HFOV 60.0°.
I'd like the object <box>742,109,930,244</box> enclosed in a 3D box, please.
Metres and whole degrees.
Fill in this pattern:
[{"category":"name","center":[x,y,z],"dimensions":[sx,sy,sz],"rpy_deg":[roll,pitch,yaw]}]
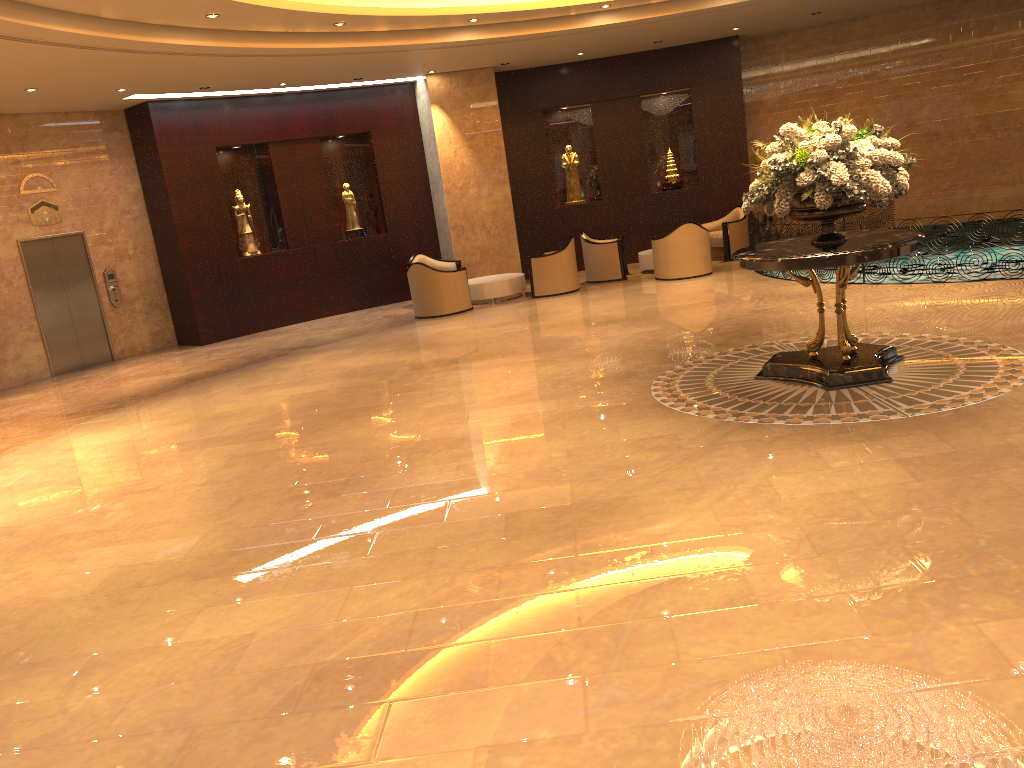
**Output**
[{"category":"object","center":[2.511,-1.639,7.127],"dimensions":[1.277,0.999,1.318],"rpy_deg":[-1,15,31]}]

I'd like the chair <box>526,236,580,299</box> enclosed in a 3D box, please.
[{"category":"chair","center":[0.720,-2.003,15.019],"dimensions":[0.769,0.916,0.951],"rpy_deg":[-5,13,16]}]

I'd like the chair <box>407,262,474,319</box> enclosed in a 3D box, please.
[{"category":"chair","center":[-1.253,-1.586,14.457],"dimensions":[0.951,0.916,0.769],"rpy_deg":[1,16,35]}]

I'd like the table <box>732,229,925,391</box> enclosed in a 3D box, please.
[{"category":"table","center":[2.638,-0.637,7.387],"dimensions":[1.493,1.089,1.493],"rpy_deg":[-9,13,-5]}]

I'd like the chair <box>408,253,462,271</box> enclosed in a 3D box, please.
[{"category":"chair","center":[-1.429,-1.932,16.086],"dimensions":[0.951,0.916,0.769],"rpy_deg":[-18,16,-38]}]

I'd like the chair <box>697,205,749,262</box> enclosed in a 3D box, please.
[{"category":"chair","center":[3.943,-2.778,16.349],"dimensions":[0.769,0.916,0.951],"rpy_deg":[-14,14,-23]}]

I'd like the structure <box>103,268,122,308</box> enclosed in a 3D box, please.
[{"category":"structure","center":[-6.558,-1.585,14.582],"dimensions":[0.053,0.661,0.200],"rpy_deg":[3,17,40]}]

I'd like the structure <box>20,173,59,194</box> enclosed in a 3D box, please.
[{"category":"structure","center":[-7.284,-3.090,13.617],"dimensions":[0.010,0.293,0.600],"rpy_deg":[1,16,36]}]

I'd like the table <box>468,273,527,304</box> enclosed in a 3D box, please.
[{"category":"table","center":[-0.348,-1.661,15.478],"dimensions":[1.196,0.354,1.196],"rpy_deg":[-2,14,27]}]

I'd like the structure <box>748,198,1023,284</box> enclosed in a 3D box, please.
[{"category":"structure","center":[5.747,-2.388,14.141],"dimensions":[3.815,0.995,7.624],"rpy_deg":[-4,13,19]}]

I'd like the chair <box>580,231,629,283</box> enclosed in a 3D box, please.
[{"category":"chair","center":[1.643,-2.323,15.829],"dimensions":[0.769,0.916,0.951],"rpy_deg":[-6,13,11]}]

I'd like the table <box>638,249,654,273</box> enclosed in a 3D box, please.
[{"category":"table","center":[2.896,-2.261,16.023],"dimensions":[1.196,0.354,1.196],"rpy_deg":[-1,14,28]}]

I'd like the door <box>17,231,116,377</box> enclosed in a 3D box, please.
[{"category":"door","center":[-7.062,-1.280,14.059],"dimensions":[0.150,2.149,1.070],"rpy_deg":[1,16,36]}]

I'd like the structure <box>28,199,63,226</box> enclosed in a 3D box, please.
[{"category":"structure","center":[-7.222,-2.659,13.717],"dimensions":[0.012,0.405,0.504],"rpy_deg":[1,16,36]}]

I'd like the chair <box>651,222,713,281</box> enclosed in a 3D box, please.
[{"category":"chair","center":[2.837,-2.231,14.657],"dimensions":[0.951,0.916,0.769],"rpy_deg":[-9,13,-4]}]
